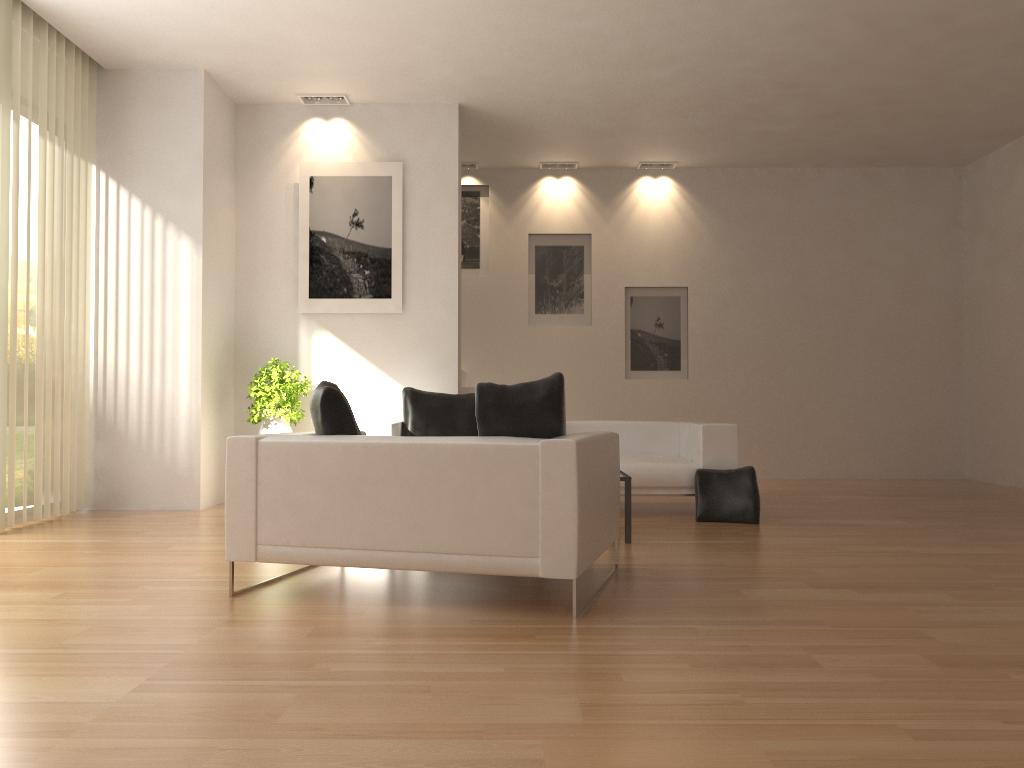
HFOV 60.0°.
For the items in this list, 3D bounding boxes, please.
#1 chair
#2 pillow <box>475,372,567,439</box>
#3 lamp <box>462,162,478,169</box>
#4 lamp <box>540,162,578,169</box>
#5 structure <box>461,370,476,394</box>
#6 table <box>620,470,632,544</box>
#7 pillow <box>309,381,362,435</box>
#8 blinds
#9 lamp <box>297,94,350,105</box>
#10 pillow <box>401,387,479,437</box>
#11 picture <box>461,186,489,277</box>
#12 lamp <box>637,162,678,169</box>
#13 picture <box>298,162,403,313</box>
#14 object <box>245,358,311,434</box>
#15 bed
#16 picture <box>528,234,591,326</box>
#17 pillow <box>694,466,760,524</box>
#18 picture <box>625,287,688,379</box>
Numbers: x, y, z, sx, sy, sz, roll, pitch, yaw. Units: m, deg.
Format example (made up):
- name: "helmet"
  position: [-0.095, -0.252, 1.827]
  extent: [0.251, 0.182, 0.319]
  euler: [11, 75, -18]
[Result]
- name: "chair"
  position: [-0.361, 0.621, 4.491]
  extent: [1.671, 0.761, 1.262]
  euler: [0, -1, 15]
- name: "pillow"
  position: [0.060, 0.277, 4.236]
  extent: [0.506, 0.666, 0.324]
  euler: [0, -1, -10]
- name: "lamp"
  position: [-0.631, -2.684, 10.615]
  extent: [0.446, 0.166, 0.243]
  euler: [0, -1, 0]
- name: "lamp"
  position: [0.560, -2.684, 10.608]
  extent: [0.446, 0.166, 0.243]
  euler: [0, -1, 0]
- name: "structure"
  position: [-1.289, 0.417, 9.760]
  extent: [4.625, 1.403, 1.839]
  euler: [0, -1, 0]
- name: "table"
  position: [-0.011, 0.838, 6.057]
  extent: [1.566, 0.460, 0.709]
  euler: [0, -1, 0]
- name: "pillow"
  position: [-0.896, 0.279, 4.589]
  extent: [0.291, 0.598, 0.660]
  euler: [0, -1, -10]
- name: "blinds"
  position: [-3.569, -0.908, 6.791]
  extent: [0.143, 3.861, 1.409]
  euler: [0, -1, -3]
- name: "lamp"
  position: [-1.761, -2.739, 8.310]
  extent: [0.446, 0.166, 0.243]
  euler: [0, -1, 0]
- name: "pillow"
  position: [-0.593, 0.359, 7.755]
  extent: [0.755, 0.666, 0.346]
  euler: [0, -1, -14]
- name: "picture"
  position: [-0.667, -1.858, 10.793]
  extent: [0.802, 1.155, 0.005]
  euler: [0, -1, 0]
- name: "lamp"
  position: [1.734, -2.684, 10.601]
  extent: [0.446, 0.166, 0.243]
  euler: [0, -1, 0]
- name: "picture"
  position: [-1.526, -1.385, 8.377]
  extent: [0.979, 1.431, 0.004]
  euler: [0, -1, 0]
- name: "object"
  position: [-2.118, 0.422, 8.000]
  extent: [0.570, 1.324, 0.631]
  euler: [0, -1, 15]
- name: "bed"
  position: [0.272, 0.694, 7.598]
  extent: [3.075, 0.761, 1.262]
  euler: [0, -1, 0]
- name: "picture"
  position: [0.579, -1.261, 10.771]
  extent: [0.802, 1.155, 0.005]
  euler: [0, -1, 0]
- name: "pillow"
  position: [1.660, 0.862, 6.840]
  extent: [0.503, 0.457, 0.340]
  euler: [0, -1, 19]
- name: "picture"
  position: [1.744, -0.611, 10.749]
  extent: [0.802, 1.155, 0.005]
  euler: [0, -1, 0]
